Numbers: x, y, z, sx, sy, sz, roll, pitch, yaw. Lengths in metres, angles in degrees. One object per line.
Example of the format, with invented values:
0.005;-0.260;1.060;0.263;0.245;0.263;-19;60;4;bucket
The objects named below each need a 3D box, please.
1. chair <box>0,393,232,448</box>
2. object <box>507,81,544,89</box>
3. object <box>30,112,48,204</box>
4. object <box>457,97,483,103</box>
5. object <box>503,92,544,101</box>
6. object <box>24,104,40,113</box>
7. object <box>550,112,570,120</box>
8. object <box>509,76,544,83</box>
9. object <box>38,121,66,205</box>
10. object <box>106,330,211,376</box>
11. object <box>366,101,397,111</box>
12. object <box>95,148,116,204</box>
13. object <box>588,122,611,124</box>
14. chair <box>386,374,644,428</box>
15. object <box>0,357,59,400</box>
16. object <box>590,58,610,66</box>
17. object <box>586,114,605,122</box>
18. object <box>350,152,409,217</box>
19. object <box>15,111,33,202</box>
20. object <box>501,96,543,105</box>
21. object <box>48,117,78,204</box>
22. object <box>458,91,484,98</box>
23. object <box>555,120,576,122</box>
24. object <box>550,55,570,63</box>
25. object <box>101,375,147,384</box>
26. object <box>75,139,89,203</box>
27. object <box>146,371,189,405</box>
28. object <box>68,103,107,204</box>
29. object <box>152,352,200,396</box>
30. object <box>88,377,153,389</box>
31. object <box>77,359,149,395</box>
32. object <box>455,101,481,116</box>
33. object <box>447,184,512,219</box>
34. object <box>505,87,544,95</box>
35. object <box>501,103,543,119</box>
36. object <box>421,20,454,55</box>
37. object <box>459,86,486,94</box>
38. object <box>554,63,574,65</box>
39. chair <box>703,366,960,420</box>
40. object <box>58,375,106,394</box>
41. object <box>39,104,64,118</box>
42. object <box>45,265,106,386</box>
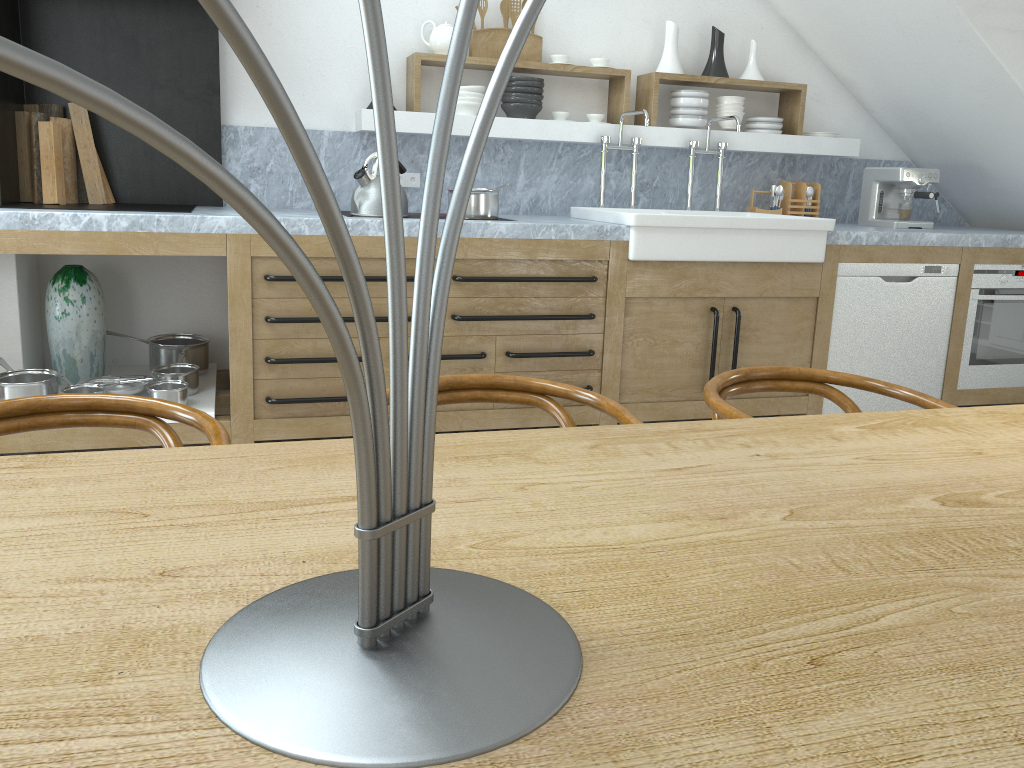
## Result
-0.698;0.440;1.368;0.527;0.730;0.625;-2;13;-21;chair
0.055;-1.433;4.341;0.205;0.083;0.207;4;13;9;object
-1.918;-0.913;3.601;0.068;0.365;0.132;1;12;-4;object
-0.224;-1.342;4.266;0.181;0.065;0.182;7;13;19;object
0.052;-1.385;4.341;0.205;0.086;0.206;8;14;24;object
-2.016;-0.962;3.750;0.068;0.423;0.089;1;11;-4;object
0.240;-1.336;4.442;0.098;0.048;0.099;-2;13;-20;object
0.053;-1.461;4.337;0.205;0.079;0.206;-1;13;-15;object
-1.842;-0.880;3.551;0.081;0.334;0.149;-4;13;-27;object
-1.592;-0.146;4.035;0.456;0.196;0.269;6;13;16;object
-0.610;-1.389;4.152;0.156;0.217;0.156;-6;15;-36;object
-1.777;-0.897;3.814;0.113;0.250;0.057;-1;12;-15;object
0.423;-1.320;4.505;0.164;0.012;0.165;2;13;-1;object
-0.022;0.403;1.644;0.527;0.730;0.625;-1;12;-15;chair
-1.860;0.006;3.399;0.223;0.163;0.380;-4;14;-28;object
0.440;-1.604;4.450;0.098;0.048;0.099;-2;13;-20;object
0.423;-1.342;4.500;0.098;0.048;0.099;-2;13;-20;object
-0.557;-0.843;3.732;0.246;0.266;0.247;1;12;-8;object
-1.977;-0.920;3.595;0.057;0.357;0.075;1;11;-4;object
0.047;-1.360;4.350;0.205;0.086;0.206;7;13;19;object
-1.862;-0.912;3.666;0.072;0.364;0.131;2;11;0;object
-0.220;-1.365;4.263;0.181;0.068;0.182;2;13;0;object
0.239;-1.313;4.447;0.164;0.012;0.165;2;13;-1;object
0.236;-1.597;4.385;0.098;0.048;0.099;-2;13;-20;object
-1.584;-0.015;3.622;0.170;0.035;0.061;-2;13;-18;object
-1.860;-0.908;3.805;0.105;0.294;0.110;-8;16;-42;object
-1.347;0.029;3.476;0.153;0.112;0.262;-2;13;-18;object
-1.770;-0.964;3.717;0.148;0.425;0.079;6;12;17;object
-1.373;-0.034;3.711;0.182;0.133;0.310;4;13;6;object
-1.569;-0.002;3.550;0.247;0.045;0.041;-2;13;-19;object
-1.669;-0.019;3.625;0.264;0.052;0.510;-9;17;-40;object
-0.224;-1.320;4.271;0.181;0.063;0.182;3;13;4;object
-0.104;-0.796;3.895;0.395;0.169;0.233;-8;16;-37;object
0.051;-1.408;4.342;0.206;0.072;0.206;-5;15;-30;object
0.046;-1.334;4.356;0.206;0.072;0.206;-5;15;-30;object
-0.322;-1.634;4.203;0.168;0.168;0.175;-6;15;-34;object
-0.218;-1.393;4.257;0.181;0.075;0.182;7;13;19;object
0.235;-1.574;4.390;0.164;0.012;0.165;2;13;-1;object
0.670;0.382;1.854;0.527;0.730;0.625;-2;13;-21;chair
-1.629;0.044;3.365;0.154;0.112;0.262;-4;14;-28;object
-1.945;-0.951;3.766;0.089;0.456;0.111;-1;12;-18;object
-1.845;-0.254;3.758;0.231;0.495;0.232;7;13;23;object
